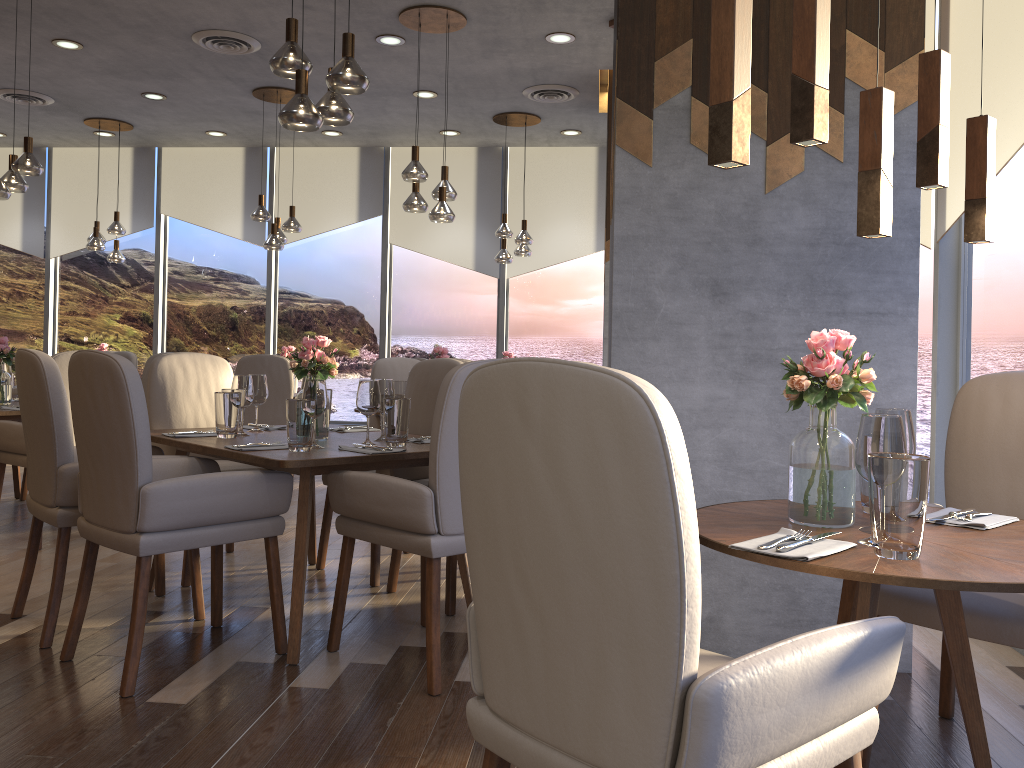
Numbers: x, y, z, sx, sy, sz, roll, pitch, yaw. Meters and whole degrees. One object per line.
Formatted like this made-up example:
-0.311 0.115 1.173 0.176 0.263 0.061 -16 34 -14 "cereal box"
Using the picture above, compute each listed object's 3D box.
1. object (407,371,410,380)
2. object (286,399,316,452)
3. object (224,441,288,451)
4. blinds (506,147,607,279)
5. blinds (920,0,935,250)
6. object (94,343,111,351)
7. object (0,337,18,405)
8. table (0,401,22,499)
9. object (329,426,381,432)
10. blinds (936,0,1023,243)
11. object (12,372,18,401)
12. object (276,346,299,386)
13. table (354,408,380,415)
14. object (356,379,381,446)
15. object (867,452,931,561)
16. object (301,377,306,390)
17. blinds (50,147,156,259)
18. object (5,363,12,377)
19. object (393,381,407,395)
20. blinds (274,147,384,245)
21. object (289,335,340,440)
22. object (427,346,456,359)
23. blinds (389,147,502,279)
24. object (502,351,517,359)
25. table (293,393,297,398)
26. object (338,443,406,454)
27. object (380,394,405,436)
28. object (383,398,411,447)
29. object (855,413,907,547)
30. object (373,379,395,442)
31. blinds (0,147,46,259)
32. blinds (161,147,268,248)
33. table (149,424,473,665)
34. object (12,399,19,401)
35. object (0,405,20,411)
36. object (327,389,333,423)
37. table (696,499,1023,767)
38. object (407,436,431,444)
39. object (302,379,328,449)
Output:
-0.647 0.039 5.827 0.092 0.244 0.092 1 0 -1 "object"
-0.726 0.141 3.043 0.102 0.178 0.102 1 0 -15 "object"
-0.869 0.216 3.130 0.255 0.019 0.157 0 2 -41 "object"
0.556 -2.411 9.135 1.173 2.681 0.007 1 0 5 "blinds"
1.986 -1.964 4.616 0.007 2.681 1.173 1 0 5 "blinds"
-3.950 -0.191 8.562 0.198 0.416 0.210 1 0 3 "object"
-3.046 -0.083 5.254 0.210 0.416 0.198 1 0 -37 "object"
-3.069 0.454 5.240 1.307 0.666 0.964 2 1 39 "table"
-0.726 0.197 3.935 0.255 0.019 0.157 0 2 -42 "object"
1.868 -1.952 3.375 0.007 2.681 1.173 1 0 5 "blinds"
-3.207 0.016 5.705 0.102 0.178 0.102 1 0 -35 "object"
-1.898 -0.118 7.490 0.210 0.416 0.198 1 0 -22 "object"
-0.601 0.497 5.714 0.833 0.662 0.834 1 1 -20 "table"
-0.534 0.106 3.292 0.092 0.244 0.092 1 0 26 "object"
0.681 0.215 1.565 0.102 0.178 0.102 1 0 -10 "object"
-0.888 0.082 3.913 0.092 0.244 0.092 1 0 6 "object"
-4.423 -2.685 9.615 1.173 2.681 0.007 1 0 5 "blinds"
-3.209 -0.014 5.595 0.092 0.244 0.092 1 0 19 "object"
-0.739 0.069 5.886 0.102 0.178 0.102 1 0 -14 "object"
-1.922 -2.769 9.375 1.173 2.681 0.007 1 0 5 "blinds"
-0.786 0.013 3.517 0.210 0.416 0.198 1 0 -17 "object"
-0.465 -0.041 5.807 0.210 0.416 0.198 1 0 -37 "object"
-0.686 -2.442 9.254 1.173 2.681 0.007 1 0 5 "blinds"
-0.033 -0.093 8.080 0.210 0.416 0.198 1 0 43 "object"
-2.050 0.418 7.459 0.833 0.662 0.834 1 1 -35 "table"
-0.507 0.224 3.128 0.157 0.019 0.255 0 2 -44 "object"
-0.486 0.132 3.592 0.102 0.178 0.102 1 0 -36 "object"
-0.426 0.142 3.275 0.102 0.178 0.102 1 0 42 "object"
0.695 0.180 1.674 0.092 0.244 0.092 1 0 -4 "object"
-0.507 0.102 3.485 0.092 0.244 0.092 1 0 -17 "object"
-5.665 -2.716 9.734 1.173 2.681 0.007 1 0 5 "blinds"
-3.179 -2.800 9.496 1.173 2.681 0.007 1 0 5 "blinds"
-0.818 0.548 3.533 0.964 0.666 1.307 0 1 -44 "table"
-3.053 0.101 5.644 0.157 0.019 0.255 2 2 38 "object"
-2.704 0.129 4.884 0.255 0.019 0.157 2 2 36 "object"
-0.868 0.112 4.020 0.102 0.178 0.102 1 0 -36 "object"
0.762 0.631 1.799 0.834 0.662 0.834 1 1 -3 "table"
-0.345 0.217 3.508 0.255 0.019 0.157 0 2 -42 "object"
-0.702 0.106 3.150 0.092 0.244 0.092 1 0 1 "object"
